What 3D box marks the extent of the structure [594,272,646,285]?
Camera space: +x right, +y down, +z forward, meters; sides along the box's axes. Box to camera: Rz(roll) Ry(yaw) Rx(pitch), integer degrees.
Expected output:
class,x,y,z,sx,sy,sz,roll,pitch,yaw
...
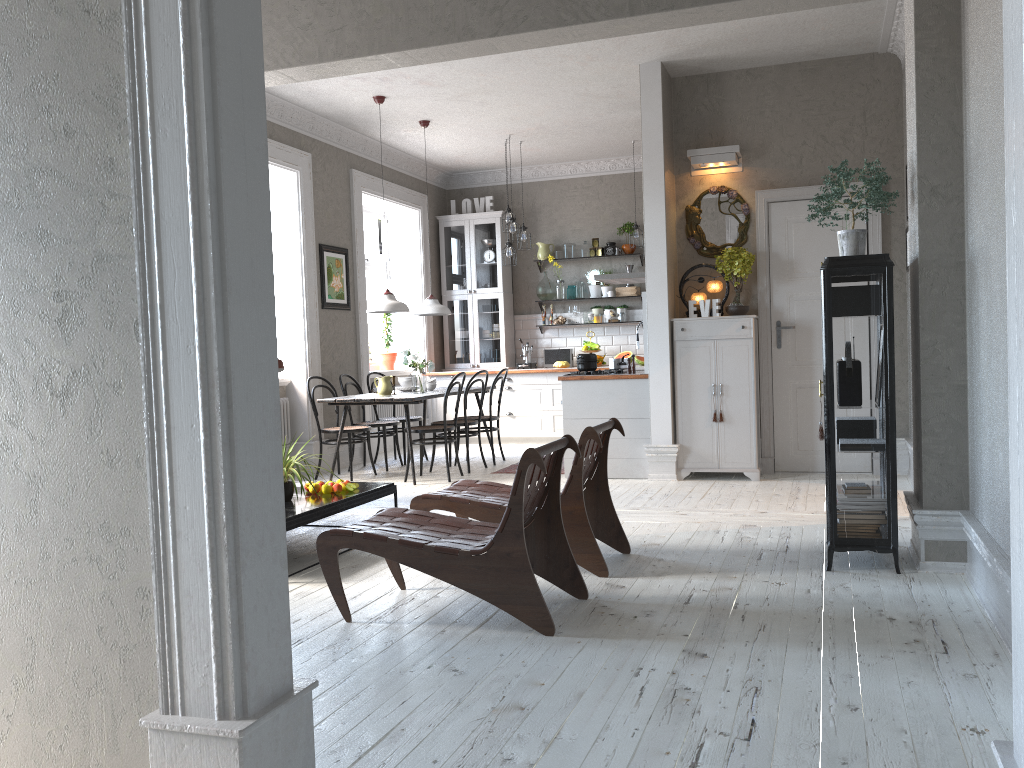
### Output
class,x,y,z,sx,sy,sz,roll,pitch,yaw
structure,1.196,-1.796,8.540,0.704,1.596,0.721,-1,2,19

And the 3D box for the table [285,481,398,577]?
class,x,y,z,sx,sy,sz,roll,pitch,yaw
table,-1.332,0.801,5.005,0.838,0.303,1.326,-1,2,19

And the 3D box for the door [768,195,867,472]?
class,x,y,z,sx,sy,sz,roll,pitch,yaw
door,2.465,-0.381,7.094,0.742,2.183,0.081,-1,2,17

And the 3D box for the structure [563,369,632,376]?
class,x,y,z,sx,sy,sz,roll,pitch,yaw
structure,0.761,-0.104,7.654,0.490,0.031,0.613,-1,2,19

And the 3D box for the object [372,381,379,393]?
class,x,y,z,sx,sy,sz,roll,pitch,yaw
object,-1.243,0.028,8.320,0.139,0.112,0.139,-2,2,1

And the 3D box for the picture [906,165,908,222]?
class,x,y,z,sx,sy,sz,roll,pitch,yaw
picture,2.934,-1.428,6.551,0.012,0.416,0.286,-1,2,20

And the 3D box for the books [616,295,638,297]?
class,x,y,z,sx,sy,sz,roll,pitch,yaw
books,1.378,-1.041,10.494,0.257,0.011,0.160,-1,2,21

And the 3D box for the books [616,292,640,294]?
class,x,y,z,sx,sy,sz,roll,pitch,yaw
books,1.377,-1.074,10.493,0.256,0.016,0.160,-1,2,27

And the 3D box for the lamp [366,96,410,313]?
class,x,y,z,sx,sy,sz,roll,pitch,yaw
lamp,-1.111,-1.548,7.672,0.387,1.859,0.372,-4,3,-34

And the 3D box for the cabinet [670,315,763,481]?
class,x,y,z,sx,sy,sz,roll,pitch,yaw
cabinet,1.655,0.111,7.133,0.658,1.297,0.388,-1,2,18

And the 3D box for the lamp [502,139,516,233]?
class,x,y,z,sx,sy,sz,roll,pitch,yaw
lamp,-0.060,-2.474,9.316,0.146,1.735,0.147,-2,2,6

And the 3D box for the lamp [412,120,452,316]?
class,x,y,z,sx,sy,sz,roll,pitch,yaw
lamp,-0.806,-1.591,8.524,0.373,1.859,0.386,-1,3,26

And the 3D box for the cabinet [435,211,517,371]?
class,x,y,z,sx,sy,sz,roll,pitch,yaw
cabinet,-0.423,-1.108,10.913,0.868,1.921,0.392,-1,2,18

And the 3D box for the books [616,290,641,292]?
class,x,y,z,sx,sy,sz,roll,pitch,yaw
books,1.376,-1.096,10.492,0.257,0.011,0.160,-1,2,21

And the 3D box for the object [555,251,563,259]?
class,x,y,z,sx,sy,sz,roll,pitch,yaw
object,0.568,-1.554,10.724,0.102,0.111,0.104,-1,2,18

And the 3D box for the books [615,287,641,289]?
class,x,y,z,sx,sy,sz,roll,pitch,yaw
books,1.375,-1.128,10.491,0.256,0.016,0.160,-1,2,27

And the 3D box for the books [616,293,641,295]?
class,x,y,z,sx,sy,sz,roll,pitch,yaw
books,1.377,-1.064,10.493,0.256,0.016,0.161,-1,3,31

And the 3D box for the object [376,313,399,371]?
class,x,y,z,sx,sy,sz,roll,pitch,yaw
object,-1.446,-0.564,10.192,0.265,0.813,0.254,-4,3,-44

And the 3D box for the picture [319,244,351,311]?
class,x,y,z,sx,sy,sz,roll,pitch,yaw
picture,-1.720,-1.032,8.635,0.019,0.619,0.528,-1,2,20

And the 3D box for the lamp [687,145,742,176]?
class,x,y,z,sx,sy,sz,roll,pitch,yaw
lamp,1.647,-1.812,7.190,0.410,0.171,0.222,-1,2,18

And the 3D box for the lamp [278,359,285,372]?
class,x,y,z,sx,sy,sz,roll,pitch,yaw
lamp,-1.471,0.222,5.405,0.141,0.839,0.246,-4,3,-36

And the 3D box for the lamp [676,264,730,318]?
class,x,y,z,sx,sy,sz,roll,pitch,yaw
lamp,1.567,-0.701,7.222,0.442,0.558,0.175,-1,3,26

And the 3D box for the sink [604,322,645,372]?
class,x,y,z,sx,sy,sz,roll,pitch,yaw
sink,1.111,-0.230,8.223,0.521,0.720,0.492,-1,2,19

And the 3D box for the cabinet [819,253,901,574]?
class,x,y,z,sx,sy,sz,roll,pitch,yaw
cabinet,1.694,0.130,4.361,0.344,1.471,0.626,-1,2,19

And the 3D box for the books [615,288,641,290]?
class,x,y,z,sx,sy,sz,roll,pitch,yaw
books,1.375,-1.118,10.491,0.256,0.016,0.161,-1,3,31

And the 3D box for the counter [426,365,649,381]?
class,x,y,z,sx,sy,sz,roll,pitch,yaw
counter,0.200,-0.111,9.213,3.121,0.039,3.433,-1,2,19

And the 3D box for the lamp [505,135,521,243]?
class,x,y,z,sx,sy,sz,roll,pitch,yaw
lamp,-0.019,-2.338,9.141,0.149,1.735,0.144,-3,2,-24

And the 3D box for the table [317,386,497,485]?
class,x,y,z,sx,sy,sz,roll,pitch,yaw
table,-0.892,0.440,8.283,0.893,0.735,1.944,-1,2,19

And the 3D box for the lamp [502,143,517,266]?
class,x,y,z,sx,sy,sz,roll,pitch,yaw
lamp,-0.057,-2.141,9.501,0.148,1.735,0.145,-3,2,-14

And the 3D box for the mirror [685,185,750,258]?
class,x,y,z,sx,sy,sz,roll,pitch,yaw
mirror,1.689,-1.337,7.288,0.526,0.593,0.072,-1,2,18

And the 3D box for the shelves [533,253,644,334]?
class,x,y,z,sx,sy,sz,roll,pitch,yaw
shelves,0.933,-1.053,10.629,1.300,0.923,0.231,-1,2,18

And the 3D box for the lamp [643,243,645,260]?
class,x,y,z,sx,sy,sz,roll,pitch,yaw
lamp,1.495,-2.236,9.691,0.148,1.735,0.145,-2,2,-9

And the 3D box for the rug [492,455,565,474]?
class,x,y,z,sx,sy,sz,roll,pitch,yaw
rug,0.367,0.750,8.342,0.727,0.014,1.305,-1,2,19

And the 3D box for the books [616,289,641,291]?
class,x,y,z,sx,sy,sz,roll,pitch,yaw
books,1.376,-1.107,10.492,0.257,0.011,0.160,-1,2,24

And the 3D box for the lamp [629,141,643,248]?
class,x,y,z,sx,sy,sz,roll,pitch,yaw
lamp,1.323,-2.350,9.598,0.150,1.735,0.143,-4,3,-39

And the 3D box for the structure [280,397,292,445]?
class,x,y,z,sx,sy,sz,roll,pitch,yaw
structure,-2.261,0.363,7.541,0.147,0.428,1.237,-1,2,18

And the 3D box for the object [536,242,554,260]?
class,x,y,z,sx,sy,sz,roll,pitch,yaw
object,0.397,-1.601,10.715,0.187,0.216,0.176,-1,3,32

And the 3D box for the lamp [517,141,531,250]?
class,x,y,z,sx,sy,sz,roll,pitch,yaw
lamp,0.101,-2.303,9.438,0.146,1.735,0.147,-2,2,6

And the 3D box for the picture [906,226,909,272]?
class,x,y,z,sx,sy,sz,roll,pitch,yaw
picture,2.950,-1.014,6.570,0.014,0.331,0.495,-1,2,20

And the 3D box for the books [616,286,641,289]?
class,x,y,z,sx,sy,sz,roll,pitch,yaw
books,1.375,-1.139,10.491,0.257,0.011,0.160,-1,2,24

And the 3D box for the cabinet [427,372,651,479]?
class,x,y,z,sx,sy,sz,roll,pitch,yaw
cabinet,0.690,0.282,9.234,2.021,0.854,4.125,-3,2,-25

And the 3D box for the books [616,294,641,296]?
class,x,y,z,sx,sy,sz,roll,pitch,yaw
books,1.378,-1.053,10.494,0.257,0.011,0.160,-1,2,24

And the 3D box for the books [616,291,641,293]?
class,x,y,z,sx,sy,sz,roll,pitch,yaw
books,1.377,-1.085,10.493,0.257,0.011,0.160,-1,2,24

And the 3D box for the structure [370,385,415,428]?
class,x,y,z,sx,sy,sz,roll,pitch,yaw
structure,-1.398,0.240,9.955,0.147,0.428,1.237,-1,2,18
